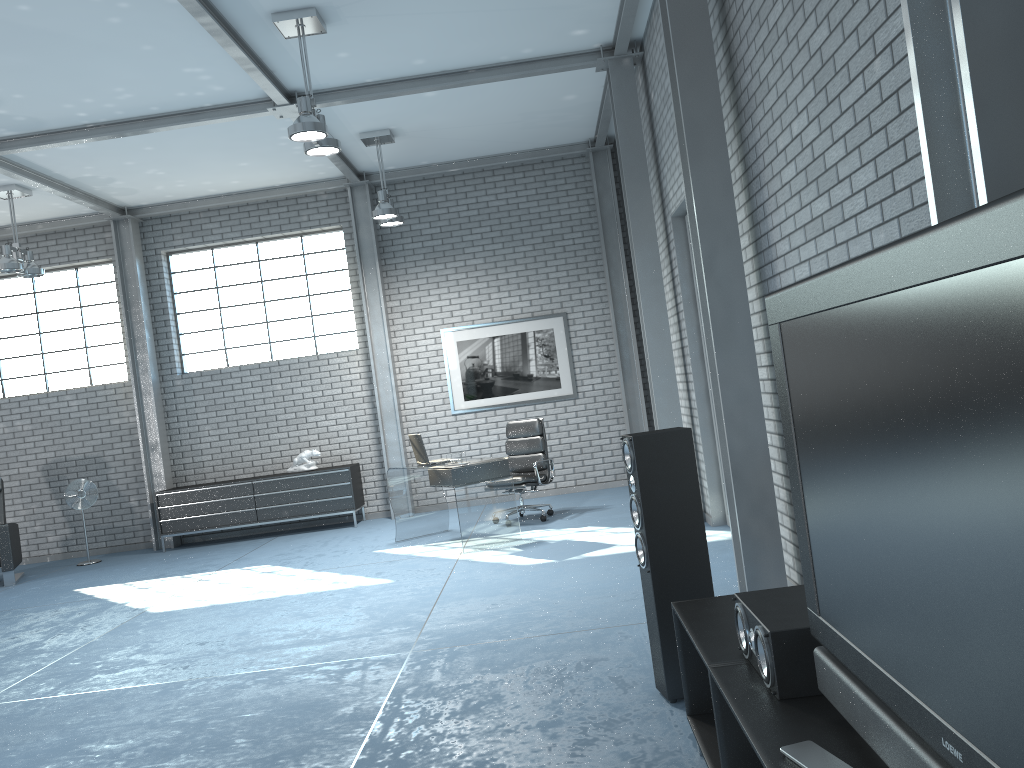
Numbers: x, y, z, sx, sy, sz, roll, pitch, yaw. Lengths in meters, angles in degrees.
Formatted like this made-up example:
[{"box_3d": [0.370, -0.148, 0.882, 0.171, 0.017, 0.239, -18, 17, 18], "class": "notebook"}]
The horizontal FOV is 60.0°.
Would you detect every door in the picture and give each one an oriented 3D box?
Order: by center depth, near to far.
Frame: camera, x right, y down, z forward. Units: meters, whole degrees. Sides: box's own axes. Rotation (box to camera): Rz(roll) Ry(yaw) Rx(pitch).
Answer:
[{"box_3d": [1.536, -0.130, 5.955, 0.300, 2.500, 2.200, -8, 0, 2], "class": "door"}]

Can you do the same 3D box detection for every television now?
[{"box_3d": [0.619, 0.254, 1.245, 0.343, 0.919, 1.356, -8, 0, 2], "class": "television"}]

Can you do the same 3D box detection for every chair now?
[{"box_3d": [0.048, 0.861, 8.711, 0.614, 0.977, 0.629, -8, -1, 32], "class": "chair"}, {"box_3d": [-5.633, 1.572, 9.294, 0.763, 1.099, 0.940, -8, 0, -23], "class": "chair"}]

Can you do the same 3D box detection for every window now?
[{"box_3d": [-2.993, -0.994, 10.736, 2.200, 1.500, 0.100, -8, 0, 2], "class": "window"}, {"box_3d": [-5.766, -0.619, 10.842, 2.200, 1.500, 0.100, -8, 0, 2], "class": "window"}]

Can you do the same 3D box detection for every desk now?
[{"box_3d": [-0.559, 1.069, 8.062, 0.593, 0.718, 1.358, -7, -1, -33], "class": "desk"}]

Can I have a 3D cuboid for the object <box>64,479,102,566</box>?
[{"box_3d": [-4.795, 1.537, 9.930, 0.342, 0.954, 0.258, -7, -1, -32], "class": "object"}]

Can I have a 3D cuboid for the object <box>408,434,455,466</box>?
[{"box_3d": [-0.725, 0.584, 8.112, 0.320, 0.288, 0.380, -8, 0, -23], "class": "object"}]

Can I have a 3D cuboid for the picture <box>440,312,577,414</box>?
[{"box_3d": [-0.039, -0.241, 10.409, 1.490, 1.015, 0.020, -8, 0, 2], "class": "picture"}]

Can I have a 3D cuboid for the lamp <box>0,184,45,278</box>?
[{"box_3d": [-5.054, -1.552, 9.015, 0.300, 0.872, 0.639, -8, 0, 2], "class": "lamp"}]

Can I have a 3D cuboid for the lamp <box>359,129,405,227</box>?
[{"box_3d": [-1.292, -2.062, 8.871, 0.300, 0.872, 0.639, -8, 0, 2], "class": "lamp"}]

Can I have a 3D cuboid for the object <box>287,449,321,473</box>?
[{"box_3d": [-2.398, 0.886, 10.217, 0.496, 0.244, 0.151, -8, 0, 27], "class": "object"}]

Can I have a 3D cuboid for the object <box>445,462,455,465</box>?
[{"box_3d": [-0.543, 0.697, 7.790, 0.044, 0.010, 0.107, -8, -1, 35], "class": "object"}]

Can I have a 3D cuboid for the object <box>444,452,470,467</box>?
[{"box_3d": [-0.473, 0.640, 7.561, 0.200, 0.102, 0.100, -8, 0, 27], "class": "object"}]

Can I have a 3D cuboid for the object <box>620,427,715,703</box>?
[{"box_3d": [0.635, 0.707, 3.513, 0.254, 1.045, 0.159, -8, 0, -8], "class": "object"}]

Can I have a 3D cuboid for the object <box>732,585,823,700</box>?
[{"box_3d": [0.720, 0.631, 2.215, 0.254, 0.159, 0.381, -8, 0, 2], "class": "object"}]

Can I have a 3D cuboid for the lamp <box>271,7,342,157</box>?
[{"box_3d": [-1.400, -2.069, 6.073, 0.300, 0.872, 0.639, -8, 0, 2], "class": "lamp"}]

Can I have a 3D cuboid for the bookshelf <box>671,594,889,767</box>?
[{"box_3d": [0.721, 0.957, 1.626, 0.405, 0.497, 2.764, -8, 0, 2], "class": "bookshelf"}]

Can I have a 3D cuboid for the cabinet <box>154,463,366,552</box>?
[{"box_3d": [-2.877, 1.417, 10.237, 2.250, 0.682, 0.510, -8, 0, 2], "class": "cabinet"}]
